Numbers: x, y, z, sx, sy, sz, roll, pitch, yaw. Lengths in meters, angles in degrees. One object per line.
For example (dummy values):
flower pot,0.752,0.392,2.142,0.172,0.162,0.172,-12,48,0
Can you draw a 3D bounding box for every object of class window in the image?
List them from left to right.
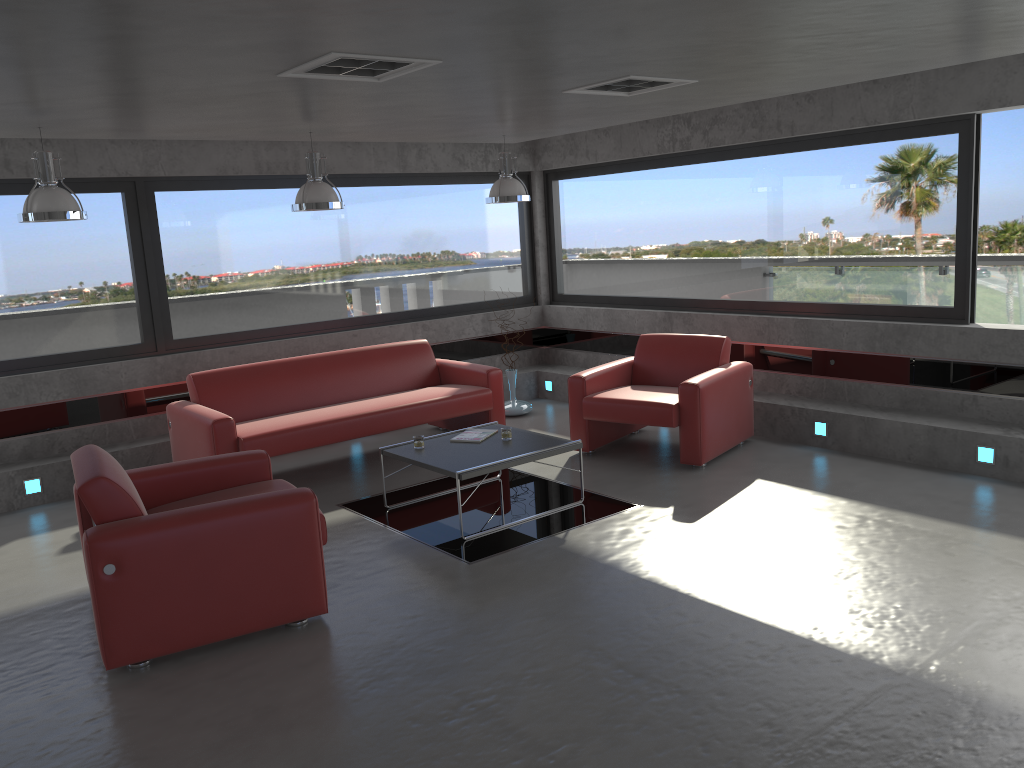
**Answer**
window,-2.910,-1.036,7.675,7.800,1.364,0.003,-11,13,-37
window,1.888,-1.431,8.249,0.003,1.364,4.583,-11,13,-37

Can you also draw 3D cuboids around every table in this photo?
table,-0.210,0.622,6.061,1.018,0.436,0.994,-11,13,-37

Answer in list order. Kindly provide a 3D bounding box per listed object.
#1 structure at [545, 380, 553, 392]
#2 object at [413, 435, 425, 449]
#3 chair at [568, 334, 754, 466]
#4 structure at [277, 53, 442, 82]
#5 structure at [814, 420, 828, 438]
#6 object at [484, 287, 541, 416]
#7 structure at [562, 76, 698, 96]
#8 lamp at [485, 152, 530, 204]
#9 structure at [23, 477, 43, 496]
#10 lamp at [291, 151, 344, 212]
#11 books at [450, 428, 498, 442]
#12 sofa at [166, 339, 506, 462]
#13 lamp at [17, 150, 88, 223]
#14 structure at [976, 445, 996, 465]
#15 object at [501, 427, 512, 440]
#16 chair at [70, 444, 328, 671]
structure,0.398,0.020,9.604,0.004,0.123,0.123,-11,13,-37
object,-0.638,0.397,6.072,0.079,0.077,0.079,4,12,35
chair,1.199,0.076,7.224,1.196,0.854,1.130,4,13,37
structure,-0.720,-1.581,4.104,0.563,0.240,0.563,-11,13,-37
structure,2.444,0.355,7.025,0.004,0.123,0.123,-11,13,-37
object,-0.008,-0.340,8.936,0.466,1.289,0.531,-8,11,-25
structure,0.682,-1.858,5.180,0.563,0.240,0.563,-11,13,-37
lamp,-0.048,-1.783,7.653,0.388,0.422,0.389,5,13,41
structure,-3.636,0.778,6.731,0.123,0.123,0.004,-11,13,-37
lamp,-1.458,-1.504,6.570,0.388,0.422,0.389,-11,13,-37
books,-0.267,0.362,6.301,0.228,0.022,0.326,1,11,22
sofa,-1.378,0.203,7.395,2.626,0.854,1.120,-11,13,-37
lamp,-2.868,-1.224,5.486,0.388,0.422,0.389,-11,13,-37
structure,3.226,0.483,6.040,0.004,0.123,0.123,-11,13,-37
object,-0.038,0.345,6.159,0.079,0.077,0.079,-9,12,-29
chair,-1.620,0.712,4.622,1.130,0.854,1.196,-9,11,-27
